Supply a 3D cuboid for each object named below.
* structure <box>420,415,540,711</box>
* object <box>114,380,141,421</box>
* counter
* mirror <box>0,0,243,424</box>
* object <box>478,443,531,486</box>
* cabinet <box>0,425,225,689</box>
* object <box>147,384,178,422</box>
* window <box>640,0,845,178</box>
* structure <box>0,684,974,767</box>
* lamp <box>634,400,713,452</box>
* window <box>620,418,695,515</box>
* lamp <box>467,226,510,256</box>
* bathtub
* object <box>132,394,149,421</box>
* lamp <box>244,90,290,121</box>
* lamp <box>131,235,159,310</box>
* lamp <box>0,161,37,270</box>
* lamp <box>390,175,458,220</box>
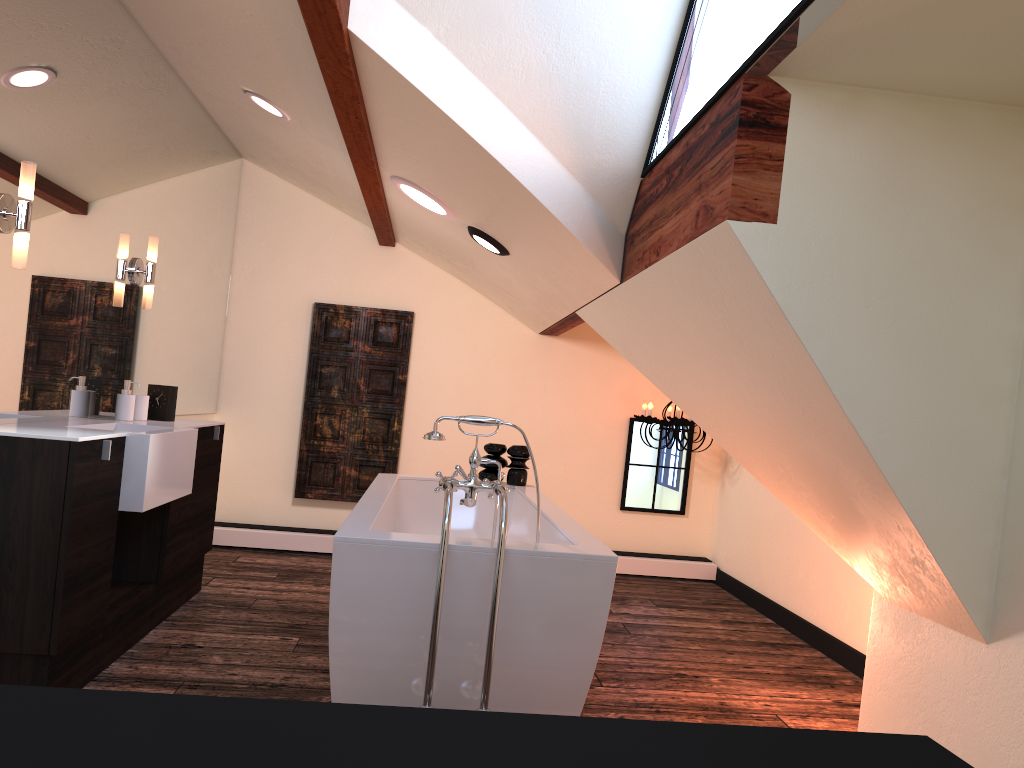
[{"bbox_3d":[-0.148,0.663,2.621,0.384,1.120,0.554,6,0,9],"label":"structure"},{"bbox_3d":[-1.634,0.077,3.753,0.080,0.190,0.074,6,0,35],"label":"object"},{"bbox_3d":[-1.508,0.327,3.506,0.442,0.296,1.855,6,-2,-5],"label":"counter"},{"bbox_3d":[-1.691,-0.741,4.143,0.011,1.843,3.234,5,-1,-5],"label":"mirror"},{"bbox_3d":[-0.043,0.453,4.534,0.276,0.229,0.156,5,0,25],"label":"object"},{"bbox_3d":[-1.568,0.649,3.507,0.386,0.923,1.855,6,-1,-5],"label":"cabinet"},{"bbox_3d":[-1.589,0.095,4.016,0.116,0.178,0.067,6,0,18],"label":"object"},{"bbox_3d":[-0.324,-1.289,1.326,2.108,0.676,3.517,6,-2,-5],"label":"window"},{"bbox_3d":[-0.037,0.753,0.418,0.869,0.861,0.800,6,0,-5],"label":"structure"},{"bbox_3d":[1.090,-0.087,5.679,0.540,1.125,0.616,6,0,6],"label":"lamp"},{"bbox_3d":[0.988,0.624,6.032,0.449,0.702,0.046,6,1,-5],"label":"window"},{"bbox_3d":[-0.109,-0.744,4.156,0.214,0.130,0.246,6,-1,-10],"label":"lamp"},{"bbox_3d":[-0.227,0.869,3.576,0.799,0.694,2.216,6,-1,-5],"label":"bathtub"},{"bbox_3d":[-1.630,0.115,3.876,0.073,0.122,0.073,6,0,-10],"label":"object"},{"bbox_3d":[-1.092,-1.381,3.957,0.206,0.102,0.228,6,-1,-1],"label":"lamp"},{"bbox_3d":[-1.646,-0.557,3.981,0.083,0.365,0.131,5,0,-5],"label":"lamp"},{"bbox_3d":[-1.533,-0.582,2.744,0.083,0.365,0.131,5,0,-5],"label":"lamp"},{"bbox_3d":[-0.404,-0.950,4.076,0.329,0.172,0.369,6,-1,-10],"label":"lamp"}]
